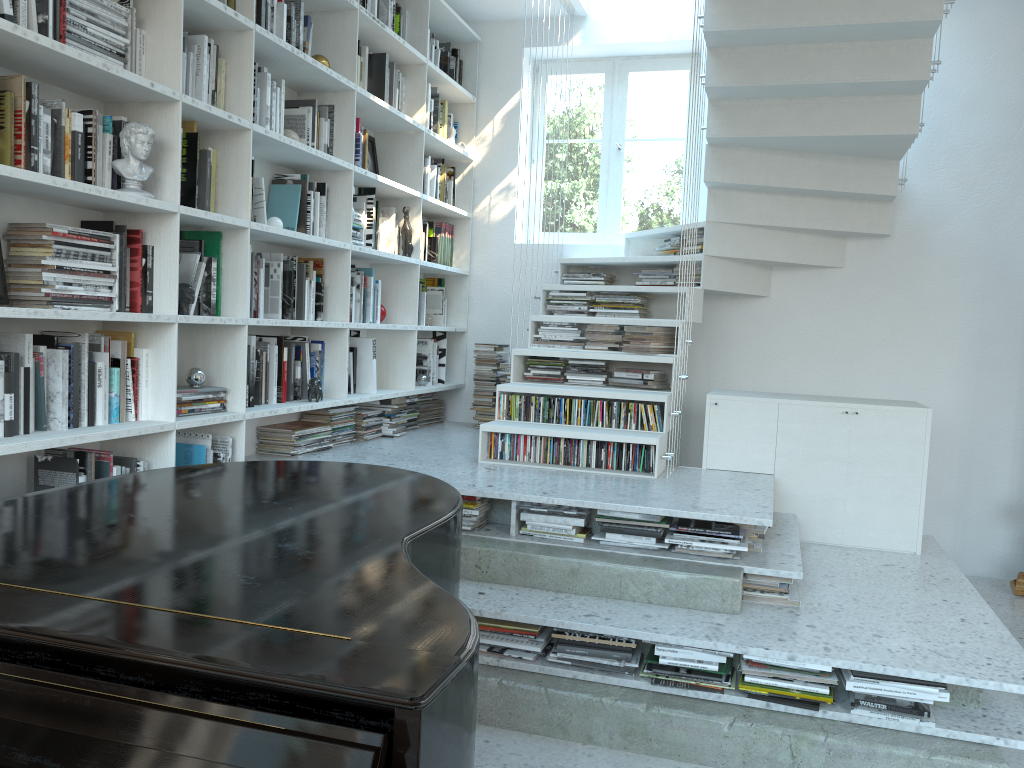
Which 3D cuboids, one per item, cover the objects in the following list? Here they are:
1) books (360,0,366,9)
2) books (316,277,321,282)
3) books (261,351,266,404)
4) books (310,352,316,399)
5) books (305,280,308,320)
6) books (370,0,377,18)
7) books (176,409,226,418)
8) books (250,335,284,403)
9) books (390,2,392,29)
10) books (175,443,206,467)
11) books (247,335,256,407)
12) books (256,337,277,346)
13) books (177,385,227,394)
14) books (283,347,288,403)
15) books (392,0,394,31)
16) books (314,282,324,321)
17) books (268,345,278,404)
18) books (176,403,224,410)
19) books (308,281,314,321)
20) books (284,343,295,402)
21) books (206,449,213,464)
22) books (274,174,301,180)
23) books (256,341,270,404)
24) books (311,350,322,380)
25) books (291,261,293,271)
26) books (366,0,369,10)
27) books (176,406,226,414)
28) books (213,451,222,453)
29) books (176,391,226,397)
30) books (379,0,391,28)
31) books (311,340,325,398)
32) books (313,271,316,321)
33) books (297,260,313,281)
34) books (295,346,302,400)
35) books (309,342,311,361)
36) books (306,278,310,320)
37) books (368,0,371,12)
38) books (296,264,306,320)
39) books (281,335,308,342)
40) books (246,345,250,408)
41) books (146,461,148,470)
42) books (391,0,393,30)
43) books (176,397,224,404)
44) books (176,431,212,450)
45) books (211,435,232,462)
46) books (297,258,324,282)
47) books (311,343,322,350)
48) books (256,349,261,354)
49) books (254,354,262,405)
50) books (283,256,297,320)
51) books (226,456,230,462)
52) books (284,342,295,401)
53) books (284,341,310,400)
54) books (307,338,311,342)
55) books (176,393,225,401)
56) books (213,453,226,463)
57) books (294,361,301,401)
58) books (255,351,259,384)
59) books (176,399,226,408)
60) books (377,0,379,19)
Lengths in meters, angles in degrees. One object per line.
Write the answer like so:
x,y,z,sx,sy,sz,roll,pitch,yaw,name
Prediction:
-0.807,-1.948,4.410,0.180,0.332,0.014,4,4,16,books
-0.982,-0.405,4.209,0.158,0.204,0.013,4,4,16,books
-1.135,-0.031,3.810,0.159,0.228,0.024,4,4,16,books
-1.006,-0.045,4.195,0.168,0.220,0.013,4,4,16,books
-1.018,-0.386,4.047,0.182,0.182,0.018,4,4,16,books
-0.779,-1.888,4.516,0.190,0.202,0.023,4,4,16,books
-1.227,0.103,3.320,0.159,0.012,0.285,4,4,19,books
-1.087,-0.067,3.904,0.175,0.293,0.012,4,4,16,books
-0.725,-1.907,4.702,0.182,0.221,0.008,4,4,16,books
-1.213,0.353,3.299,0.162,0.264,0.005,4,4,16,books
-1.153,-0.056,3.664,0.188,0.294,0.030,4,4,16,books
-1.111,-0.064,3.899,0.159,0.285,0.012,4,4,16,books
-1.219,0.019,3.312,0.161,0.012,0.254,4,4,25,books
-1.084,-0.044,3.927,0.184,0.244,0.031,4,4,16,books
-0.714,-1.959,4.746,0.165,0.321,0.007,4,4,16,books
-0.974,-0.391,4.175,0.189,0.180,0.016,4,4,16,books
-1.107,-0.045,3.853,0.181,0.253,0.025,4,4,16,books
-1.228,0.079,3.319,0.161,0.012,0.254,4,4,22,books
-1.007,-0.389,4.104,0.190,0.183,0.019,4,4,16,books
-1.067,-0.057,3.998,0.173,0.262,0.026,4,4,16,books
-1.198,0.362,3.319,0.176,0.246,0.014,4,4,16,books
-1.024,-0.808,4.040,0.135,0.290,0.016,4,4,16,books
-1.126,-0.052,3.825,0.171,0.268,0.014,4,4,16,books
-0.992,-0.050,4.223,0.175,0.228,0.025,4,4,16,books
-1.057,-0.422,3.978,0.158,0.259,0.008,4,4,16,books
-0.800,-1.916,4.455,0.168,0.262,0.014,4,4,16,books
-1.231,0.091,3.321,0.159,0.012,0.285,4,4,21,books
-1.183,0.367,3.403,0.149,0.226,0.012,4,4,16,books
-1.226,0.031,3.315,0.159,0.012,0.285,4,4,20,books
-0.726,-1.923,4.687,0.169,0.256,0.019,4,4,16,books
-0.983,-0.075,4.272,0.171,0.273,0.025,4,4,16,books
-1.001,-0.413,4.126,0.181,0.230,0.018,4,4,16,books
-1.004,-0.435,4.113,0.173,0.274,0.006,4,4,16,books
-1.045,-0.055,4.087,0.164,0.249,0.012,4,4,16,books
-1.022,-0.067,4.180,0.150,0.265,0.021,4,4,16,books
-1.016,-0.394,4.089,0.175,0.195,0.015,4,4,16,books
-0.796,-1.904,4.474,0.172,0.236,0.022,4,4,16,books
-1.022,-0.419,4.027,0.184,0.251,0.018,4,4,16,books
-1.025,-0.081,4.163,0.134,0.294,0.013,4,4,16,books
-1.162,-0.036,3.641,0.178,0.256,0.023,4,4,16,books
-1.330,0.379,3.086,0.133,0.229,0.025,4,4,16,books
-0.724,-1.923,4.722,0.189,0.252,0.016,4,4,16,books
-1.229,0.055,3.318,0.161,0.012,0.254,4,4,21,books
-1.209,0.332,3.344,0.149,0.300,0.032,4,4,16,books
-1.165,0.337,3.424,0.172,0.285,0.021,4,4,16,books
-0.970,-0.450,4.213,0.162,0.296,0.007,4,4,16,books
-0.990,-0.067,4.248,0.156,0.258,0.026,4,4,16,books
-1.146,-0.034,3.785,0.142,0.235,0.029,4,4,16,books
-1.142,-0.023,3.764,0.175,0.217,0.011,4,4,16,books
-1.050,-0.437,4.021,0.159,0.285,0.007,4,4,16,books
-1.164,0.375,3.409,0.178,0.212,0.011,4,4,16,books
-1.066,-0.059,4.025,0.169,0.263,0.026,4,4,16,books
-1.029,-0.065,4.122,0.186,0.266,0.070,4,4,16,books
-1.026,-0.078,4.212,0.143,0.282,0.012,4,4,16,books
-1.218,0.043,3.313,0.161,0.012,0.254,4,4,16,books
-1.173,0.370,3.380,0.175,0.225,0.026,4,4,16,books
-1.050,-0.020,4.072,0.169,0.181,0.025,4,4,16,books
-1.152,-0.029,3.726,0.162,0.231,0.065,4,4,16,books
-1.225,0.067,3.317,0.159,0.012,0.285,4,4,19,books
-0.768,-1.920,4.582,0.164,0.258,0.030,4,4,16,books
